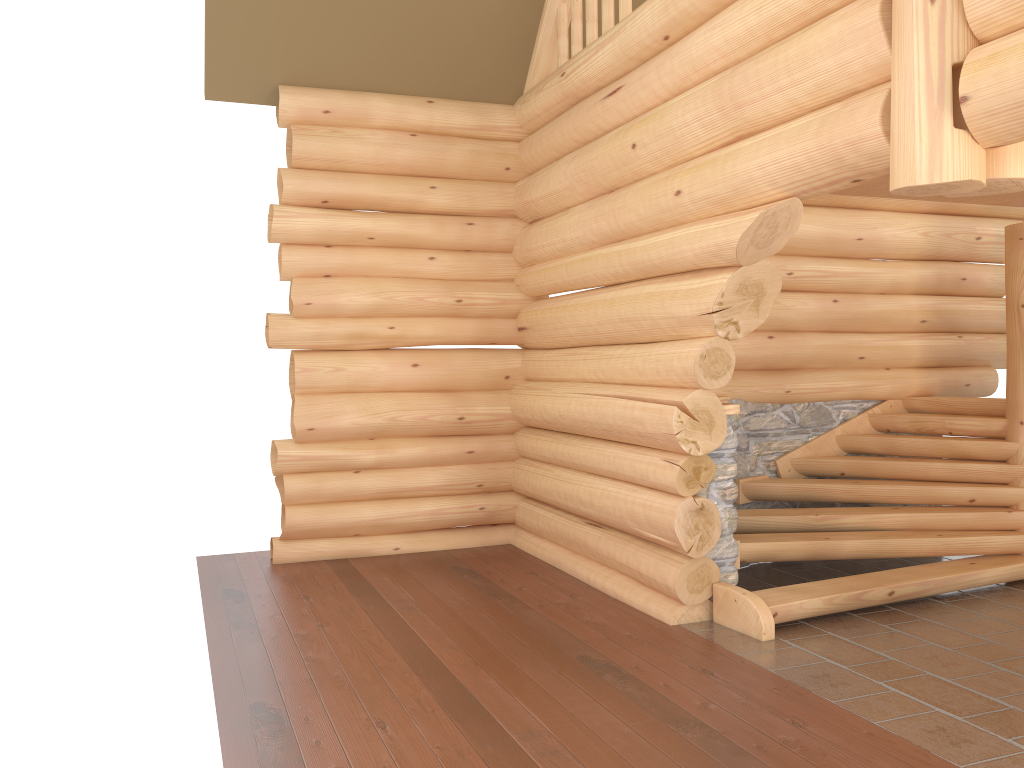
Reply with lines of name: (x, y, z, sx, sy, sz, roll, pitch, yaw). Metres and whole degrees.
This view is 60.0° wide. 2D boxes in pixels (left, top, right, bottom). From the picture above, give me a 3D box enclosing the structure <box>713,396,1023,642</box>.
structure: (2.775, 0.793, 7.389, 3.604, 1.643, 1.951, -1, 2, -27)
